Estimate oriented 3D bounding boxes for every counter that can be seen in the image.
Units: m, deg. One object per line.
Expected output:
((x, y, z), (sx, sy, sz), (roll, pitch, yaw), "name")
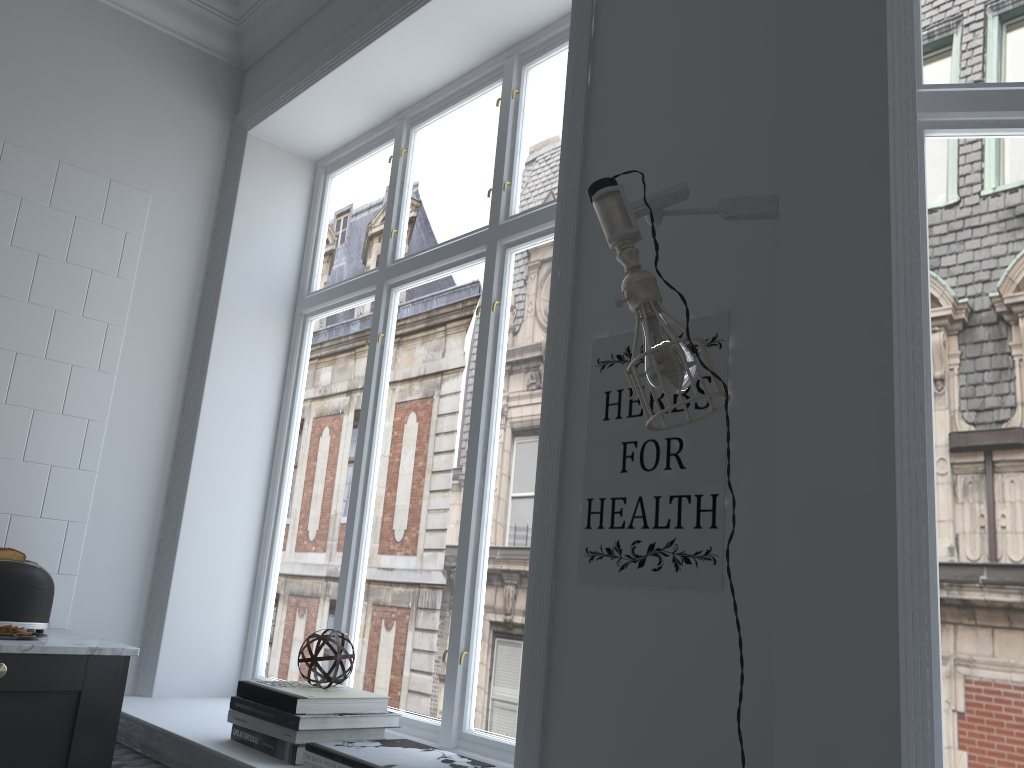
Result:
((-2.629, 0.320, 1.323), (3.902, 0.020, 0.624), (17, -18, -40), "counter")

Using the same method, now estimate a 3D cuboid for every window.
((1.736, -0.122, 1.500), (2.079, 2.080, 0.061), (2, -14, 11), "window")
((-0.262, 0.000, 2.696), (0.061, 2.080, 1.716), (17, -18, -40), "window")

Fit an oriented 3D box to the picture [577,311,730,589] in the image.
((0.242, 0.117, 1.549), (0.003, 0.457, 0.311), (17, -18, -40), "picture")

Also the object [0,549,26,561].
((-1.465, 0.532, 2.559), (0.107, 0.110, 0.010), (15, -17, -36), "object")

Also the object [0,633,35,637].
((-1.340, 0.645, 2.291), (0.209, 0.008, 0.018), (6, -14, -6), "object")

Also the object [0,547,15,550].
((-1.512, 0.538, 2.620), (0.107, 0.110, 0.010), (15, -17, -36), "object")

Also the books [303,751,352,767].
((-0.261, 0.839, 1.945), (0.254, 0.019, 0.337), (17, -19, -42), "books")

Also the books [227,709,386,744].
((-0.516, 0.853, 2.224), (0.259, 0.031, 0.328), (18, -19, -42), "books")

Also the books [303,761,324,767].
((-0.259, 0.856, 1.936), (0.254, 0.019, 0.343), (17, -18, -40), "books")

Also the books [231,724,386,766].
((-0.504, 0.890, 2.213), (0.259, 0.044, 0.351), (16, -18, -38), "books")

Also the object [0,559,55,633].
((-1.503, 0.603, 2.568), (0.326, 0.207, 0.219), (15, -17, -35), "object")

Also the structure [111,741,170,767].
((-0.723, 1.342, 2.011), (0.245, 0.753, 1.673), (17, -18, -40), "structure")

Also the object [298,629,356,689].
((-0.480, 0.711, 2.298), (0.147, 0.148, 0.147), (-6, -18, 38), "object")

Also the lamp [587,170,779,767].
((0.232, 0.156, 1.243), (0.312, 0.977, 0.131), (-1, -15, 22), "lamp")

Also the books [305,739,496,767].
((-0.250, 0.823, 1.953), (0.274, 0.016, 0.341), (16, -18, -39), "books")

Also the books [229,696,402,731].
((-0.497, 0.824, 2.230), (0.287, 0.031, 0.351), (17, -18, -40), "books")

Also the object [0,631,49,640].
((-1.340, 0.663, 2.341), (0.209, 0.011, 0.209), (6, -14, -4), "object")

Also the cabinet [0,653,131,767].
((-2.664, 0.818, 1.194), (3.897, 1.012, 0.646), (17, -18, -40), "cabinet")

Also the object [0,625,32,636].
((-1.333, 0.653, 2.345), (0.119, 0.031, 0.074), (7, -14, -9), "object")

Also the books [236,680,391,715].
((-0.506, 0.791, 2.245), (0.259, 0.038, 0.325), (16, -18, -38), "books")
